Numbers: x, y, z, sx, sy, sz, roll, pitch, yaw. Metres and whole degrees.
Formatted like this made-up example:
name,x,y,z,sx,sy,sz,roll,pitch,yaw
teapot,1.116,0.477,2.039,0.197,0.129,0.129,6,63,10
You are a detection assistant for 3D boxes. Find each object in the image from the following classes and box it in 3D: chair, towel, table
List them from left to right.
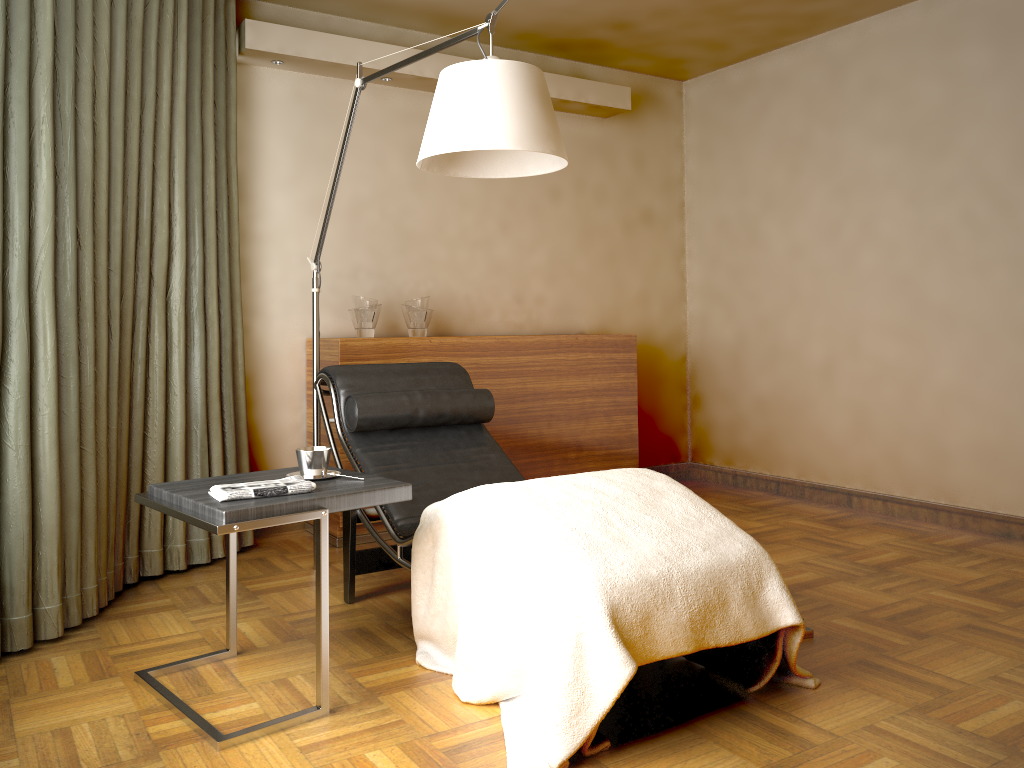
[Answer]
name,x,y,z,sx,sy,sz,roll,pitch,yaw
towel,-0.634,0.265,2.234,0.241,0.035,0.179,-2,4,-29
table,-0.621,0.289,2.357,0.518,0.045,0.499,-4,4,-41
chair,-0.059,0.351,2.811,0.636,0.798,1.788,-1,2,-32

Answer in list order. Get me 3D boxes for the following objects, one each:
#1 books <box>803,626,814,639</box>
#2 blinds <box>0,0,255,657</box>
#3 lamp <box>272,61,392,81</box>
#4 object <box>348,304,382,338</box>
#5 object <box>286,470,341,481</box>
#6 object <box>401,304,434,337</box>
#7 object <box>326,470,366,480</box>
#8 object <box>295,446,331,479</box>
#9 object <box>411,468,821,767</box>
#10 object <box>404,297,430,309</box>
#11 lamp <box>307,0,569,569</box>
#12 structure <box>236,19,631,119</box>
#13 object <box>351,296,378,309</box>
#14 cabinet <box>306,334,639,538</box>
name,x,y,z,sx,sy,sz,roll,pitch,yaw
books,0.730,0.740,2.670,0.280,0.022,0.200,-2,4,-18
blinds,-1.384,-0.494,3.102,0.224,2.457,1.531,-1,0,13
lamp,-0.608,-1.510,4.346,1.158,0.028,0.050,-3,3,-32
object,-0.676,-0.291,4.057,0.155,0.154,0.156,0,1,14
object,-0.551,0.255,2.455,0.150,0.009,0.150,-2,4,-27
object,-0.449,-0.302,4.200,0.155,0.154,0.156,-1,1,-42
object,-0.456,0.249,2.420,0.123,0.019,0.029,1,2,27
object,-0.555,0.219,2.461,0.098,0.078,0.110,-2,2,-31
object,0.213,0.524,2.352,0.918,0.521,0.908,-2,3,-32
object,-0.450,-0.341,4.201,0.122,0.150,0.122,0,0,37
lamp,-0.283,-0.200,3.022,0.451,1.970,1.413,0,0,-29
structure,-0.316,-1.580,4.546,2.180,0.130,0.273,-3,3,-32
object,-0.676,-0.329,4.058,0.122,0.150,0.122,0,0,40
cabinet,-0.147,0.190,4.424,1.675,0.864,0.415,-2,0,-32
